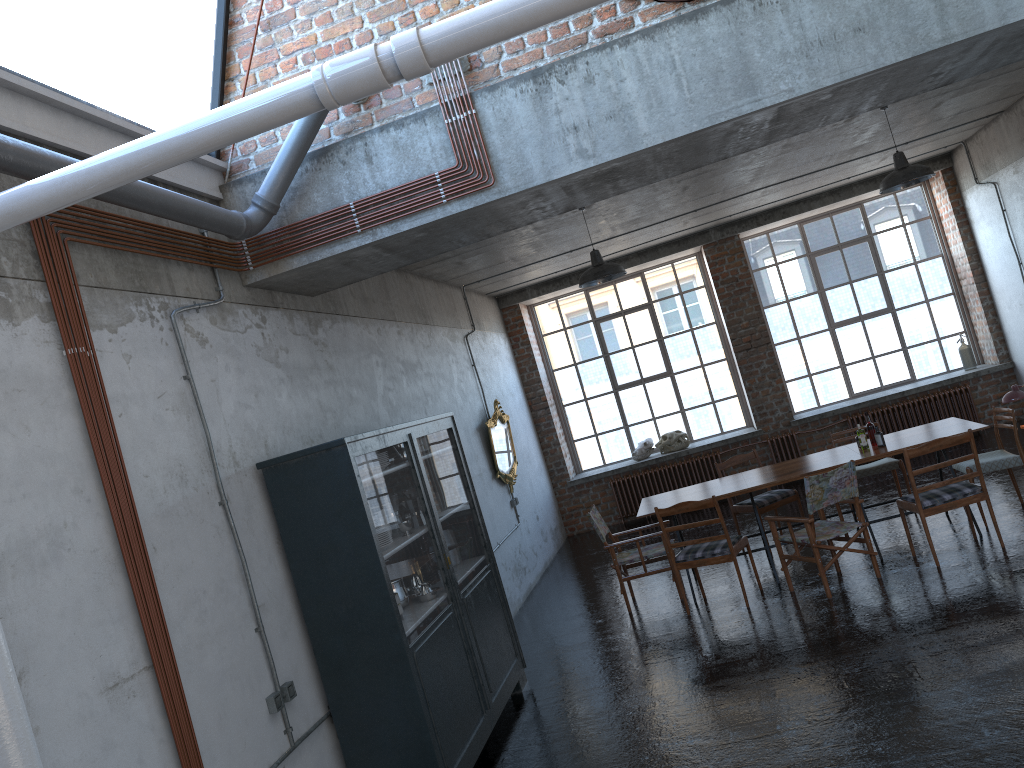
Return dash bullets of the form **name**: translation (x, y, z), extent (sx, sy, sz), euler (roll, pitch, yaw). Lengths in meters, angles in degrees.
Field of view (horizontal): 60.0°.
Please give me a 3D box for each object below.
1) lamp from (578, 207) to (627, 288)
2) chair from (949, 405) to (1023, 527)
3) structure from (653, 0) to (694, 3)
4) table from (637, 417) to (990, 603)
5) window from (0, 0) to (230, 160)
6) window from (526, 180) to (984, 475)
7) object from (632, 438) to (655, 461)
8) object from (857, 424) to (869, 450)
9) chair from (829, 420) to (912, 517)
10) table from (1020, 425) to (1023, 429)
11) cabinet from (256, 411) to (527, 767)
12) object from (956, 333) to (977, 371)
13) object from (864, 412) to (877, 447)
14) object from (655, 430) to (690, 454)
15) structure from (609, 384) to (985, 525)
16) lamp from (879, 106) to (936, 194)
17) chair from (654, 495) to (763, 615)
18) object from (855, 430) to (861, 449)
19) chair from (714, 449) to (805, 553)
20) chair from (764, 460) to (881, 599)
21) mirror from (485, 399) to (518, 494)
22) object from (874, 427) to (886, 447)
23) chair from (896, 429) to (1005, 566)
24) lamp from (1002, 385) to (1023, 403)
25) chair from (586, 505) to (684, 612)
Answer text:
- **lamp**: translation (0.780, -1.457, 8.833), extent (0.502, 0.891, 0.502), euler (-17, -1, 16)
- **chair**: translation (4.346, 0.738, 8.033), extent (0.577, 0.971, 0.589), euler (-17, -1, 11)
- **structure**: translation (0.979, -2.785, 5.240), extent (1.058, 1.096, 0.808), euler (-17, -1, 11)
- **table**: translation (2.841, 1.213, 8.377), extent (3.112, 0.917, 1.067), euler (-17, -1, 11)
- **window**: translation (-2.628, -2.554, 1.800), extent (0.994, 2.404, 8.048), euler (-17, -1, 11)
- **window**: translation (8.163, -0.416, 13.323), extent (19.864, 12.900, 0.747), euler (-17, -1, 11)
- **object**: translation (2.043, 1.026, 13.839), extent (0.281, 0.281, 0.575), euler (-17, -2, 38)
- **object**: translation (3.247, 0.486, 8.230), extent (0.070, 0.235, 0.041), euler (-17, -1, 11)
- **chair**: translation (3.795, 0.932, 9.393), extent (0.589, 0.971, 0.577), euler (-17, -1, 11)
- **table**: translation (5.852, 0.569, 9.147), extent (0.811, 0.458, 0.649), euler (-17, -1, 11)
- **cabinet**: translation (-0.665, 1.444, 6.221), extent (0.572, 2.297, 2.386), euler (-17, -1, 11)
- **object**: translation (6.606, -0.472, 12.921), extent (0.172, 0.551, 0.172), euler (-15, -2, -35)
- **object**: translation (3.338, 0.416, 8.250), extent (0.075, 0.324, 0.075), euler (-17, -2, 37)
- **object**: translation (2.449, 0.892, 13.690), extent (0.418, 0.305, 0.625), euler (-16, -1, -15)
- **structure**: translation (4.056, 1.067, 13.003), extent (5.349, 0.713, 0.232), euler (-17, -1, 11)
- **lamp**: translation (3.550, -2.281, 8.253), extent (0.502, 0.891, 0.502), euler (-17, -1, 16)
- **chair**: translation (1.747, 1.475, 7.847), extent (0.573, 1.028, 0.509), euler (-17, -2, 31)
- **object**: translation (3.275, 0.518, 8.343), extent (0.077, 0.173, 0.077), euler (-16, -1, -3)
- **chair**: translation (2.674, 1.245, 9.462), extent (0.573, 1.028, 0.509), euler (-16, -1, -24)
- **chair**: translation (2.586, 1.206, 7.417), extent (0.574, 1.031, 0.713), euler (-16, -1, -19)
- **mirror**: translation (-0.092, 0.774, 11.041), extent (0.172, 1.182, 1.339), euler (-17, -1, 11)
- **object**: translation (3.361, 0.482, 8.118), extent (0.051, 0.180, 0.097), euler (-16, -1, -17)
- **chair**: translation (3.559, 0.933, 7.349), extent (0.573, 1.028, 0.509), euler (-16, -1, 1)
- **lamp**: translation (5.378, 0.220, 9.214), extent (0.496, 0.492, 0.220), euler (-16, -1, 3)
- **chair**: translation (1.235, 1.632, 8.672), extent (0.713, 1.031, 0.574), euler (-17, -1, 11)
